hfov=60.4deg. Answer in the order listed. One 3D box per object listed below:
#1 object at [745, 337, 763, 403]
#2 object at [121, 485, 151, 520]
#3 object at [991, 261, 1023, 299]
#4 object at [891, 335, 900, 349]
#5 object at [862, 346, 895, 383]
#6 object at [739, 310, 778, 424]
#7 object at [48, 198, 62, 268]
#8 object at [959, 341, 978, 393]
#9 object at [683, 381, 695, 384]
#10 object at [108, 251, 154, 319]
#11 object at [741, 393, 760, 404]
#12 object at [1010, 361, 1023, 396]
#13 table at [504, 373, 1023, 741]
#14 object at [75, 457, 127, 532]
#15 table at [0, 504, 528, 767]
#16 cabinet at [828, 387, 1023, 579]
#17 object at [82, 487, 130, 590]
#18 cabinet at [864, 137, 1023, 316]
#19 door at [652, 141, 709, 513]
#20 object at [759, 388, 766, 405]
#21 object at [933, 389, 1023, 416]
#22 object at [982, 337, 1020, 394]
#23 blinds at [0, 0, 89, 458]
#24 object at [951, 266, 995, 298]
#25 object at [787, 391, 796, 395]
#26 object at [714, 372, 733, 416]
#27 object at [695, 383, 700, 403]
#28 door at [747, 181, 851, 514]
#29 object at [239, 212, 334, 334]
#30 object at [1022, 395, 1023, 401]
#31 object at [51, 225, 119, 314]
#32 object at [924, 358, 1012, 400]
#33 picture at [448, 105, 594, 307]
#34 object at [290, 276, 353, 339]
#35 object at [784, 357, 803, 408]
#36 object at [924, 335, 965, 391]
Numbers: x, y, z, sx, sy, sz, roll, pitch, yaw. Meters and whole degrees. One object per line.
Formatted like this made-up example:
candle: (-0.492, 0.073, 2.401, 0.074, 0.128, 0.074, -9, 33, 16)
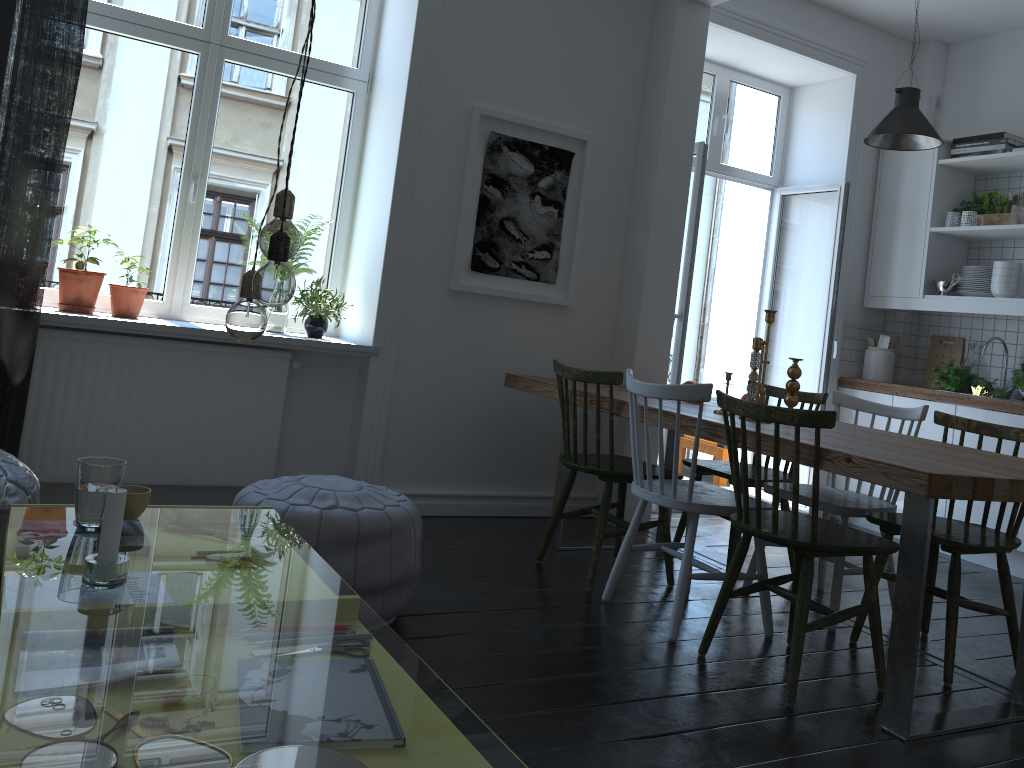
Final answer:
object: (0.952, -0.029, 3.468, 0.141, 0.312, 0.139, 7, -2, 13)
object: (-0.880, 0.275, 2.023, 0.087, 0.067, 0.087, 7, 1, -1)
object: (2.802, -0.568, 4.910, 0.307, 0.217, 0.150, 6, 0, -31)
object: (2.339, -0.161, 5.473, 0.131, 0.297, 0.056, 6, -3, 40)
object: (2.284, -0.121, 5.483, 0.173, 0.209, 0.174, 7, 0, -25)
object: (0.910, -0.068, 3.219, 0.114, 0.412, 0.112, 6, -2, 23)
object: (-1.974, -0.564, 3.583, 0.336, 0.501, 0.297, 7, -1, 44)
object: (2.724, -0.103, 5.244, 0.097, 0.319, 0.098, 8, -2, -29)
object: (0.787, 0.031, 3.908, 0.083, 0.090, 0.088, 7, 1, -39)
object: (-1.620, -0.419, 3.753, 0.178, 0.279, 0.193, 7, -1, 28)
object: (1.000, 0.078, 3.679, 0.084, 0.084, 0.089, 7, 1, -17)
object: (2.764, -0.028, 4.598, 0.335, 0.270, 0.273, 6, 1, -39)
table: (0.899, 0.480, 3.384, 1.011, 0.718, 2.242, 6, 3, -29)
object: (-0.900, 0.240, 1.911, 0.098, 0.147, 0.097, 7, -1, 22)
table: (-0.579, 0.582, 1.536, 0.596, 0.400, 1.410, 6, 4, -29)
cabinet: (2.858, 0.623, 4.181, 0.725, 0.815, 3.201, 7, 3, -21)
object: (-0.721, 0.273, 1.582, 0.074, 0.174, 0.074, 7, -2, 6)
cabinet: (3.085, -0.115, 3.926, 0.775, 2.377, 3.813, 8, 1, -26)
door: (0.796, -0.350, 5.015, 0.104, 2.036, 0.587, 8, -3, -24)
object: (1.015, 0.070, 3.572, 0.101, 0.114, 0.103, 7, 0, -43)
object: (2.610, 0.118, 4.918, 0.351, 0.112, 0.374, 5, 4, -29)
object: (2.777, -0.084, 4.974, 0.190, 0.354, 0.272, 6, -1, 37)
blinds: (-1.985, -1.020, 3.096, 0.798, 2.988, 0.112, 9, -3, -30)
object: (2.735, -0.582, 5.140, 0.304, 0.195, 0.302, 6, 2, -28)
object: (1.100, 0.075, 3.476, 0.049, 0.139, 0.049, 8, -2, -29)
object: (0.815, 0.036, 3.344, 0.080, 0.161, 0.079, 7, -1, 18)
object: (0.811, 0.041, 3.828, 0.091, 0.088, 0.083, 7, 0, -3)
door: (1.778, -0.263, 5.557, 0.104, 2.036, 0.588, 9, -3, -35)
object: (-1.055, -0.517, 4.107, 0.395, 0.568, 0.325, 7, -1, 25)
object: (2.899, -0.012, 4.904, 0.086, 0.232, 0.084, 6, -2, 26)
object: (-1.799, -0.483, 3.675, 0.257, 0.371, 0.235, 7, -1, -17)
object: (2.551, 0.020, 4.916, 0.472, 0.309, 0.281, 9, 1, 34)
picture: (0.048, -0.869, 4.387, 0.683, 0.892, 0.083, 7, -2, -29)
object: (-0.885, -0.358, 4.075, 0.283, 0.296, 0.287, 7, 1, -25)
object: (1.079, 0.024, 3.388, 0.100, 0.249, 0.100, 7, -2, -5)
object: (2.661, -0.130, 5.424, 0.040, 0.331, 0.221, 9, -1, -29)
